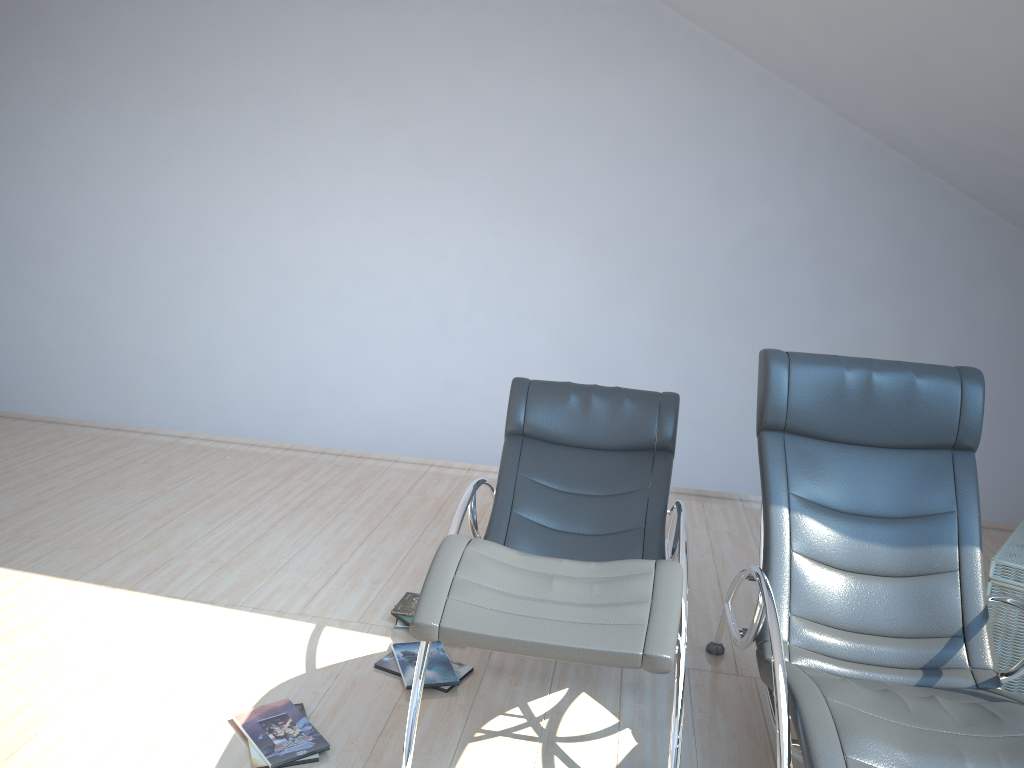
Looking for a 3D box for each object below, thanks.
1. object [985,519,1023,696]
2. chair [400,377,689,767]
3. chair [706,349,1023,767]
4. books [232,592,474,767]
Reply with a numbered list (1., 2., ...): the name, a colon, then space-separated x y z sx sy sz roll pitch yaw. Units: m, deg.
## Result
1. object: 2.311 0.936 3.470 0.745 0.518 0.744 12 13 37
2. chair: 0.200 0.617 3.128 0.836 0.953 2.114 6 11 8
3. chair: 1.096 0.655 2.475 0.836 1.251 1.938 6 11 8
4. books: 0.289 1.305 1.503 1.045 0.222 4.790 -1 12 -25
